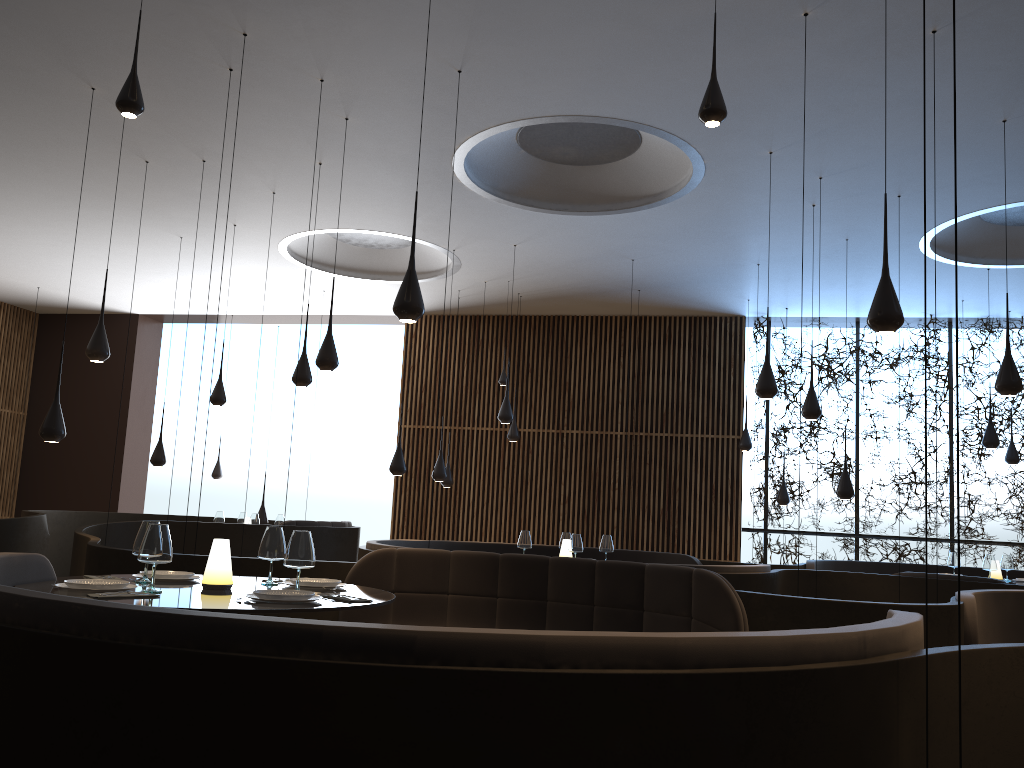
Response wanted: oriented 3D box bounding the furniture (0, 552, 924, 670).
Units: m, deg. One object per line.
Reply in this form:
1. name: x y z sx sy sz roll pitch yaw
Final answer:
1. furniture: -0.481 1.219 2.951 3.933 1.044 1.988 2 -8 9

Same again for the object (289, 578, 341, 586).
1. object: -1.015 1.026 4.574 0.263 0.029 0.263 10 -11 -39

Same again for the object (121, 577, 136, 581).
1. object: -1.762 0.991 4.538 0.411 0.012 0.204 11 -12 -42

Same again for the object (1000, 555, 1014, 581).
1. object: 5.724 2.129 10.254 0.142 0.294 0.142 1 -8 12

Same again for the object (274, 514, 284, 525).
1. object: -3.091 1.884 11.796 0.142 0.294 0.142 6 -8 -20

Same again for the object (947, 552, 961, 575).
1. object: 5.105 2.092 10.234 0.142 0.294 0.142 2 -7 7

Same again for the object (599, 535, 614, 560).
1. object: 0.932 1.640 8.752 0.142 0.294 0.142 -2 -9 33

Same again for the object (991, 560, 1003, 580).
1. object: 5.461 2.108 10.012 0.144 0.231 0.143 4 -8 -7

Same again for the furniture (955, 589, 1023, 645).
1. furniture: 3.578 1.912 5.766 2.536 1.044 0.902 9 -10 -36

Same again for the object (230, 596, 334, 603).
1. object: -0.990 0.926 3.831 0.204 0.012 0.412 -5 -12 43

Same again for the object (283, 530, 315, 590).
1. object: -0.979 0.825 4.084 0.142 0.294 0.142 8 -9 -31

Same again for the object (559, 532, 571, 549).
1. object: 0.547 1.661 9.029 0.142 0.294 0.142 6 -8 -21

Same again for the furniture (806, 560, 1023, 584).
1. furniture: 5.302 2.598 9.725 3.792 1.044 3.895 5 -9 -11

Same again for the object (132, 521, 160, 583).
1. object: -1.774 0.818 4.321 0.142 0.294 0.142 7 -8 -28

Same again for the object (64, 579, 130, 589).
1. object: -1.806 0.875 3.859 0.263 0.029 0.263 10 -11 -37

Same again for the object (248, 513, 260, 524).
1. object: -3.280 1.793 11.265 0.142 0.294 0.142 1 -8 15

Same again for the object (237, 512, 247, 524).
1. object: -3.652 1.885 12.003 0.142 0.294 0.142 5 -8 -14

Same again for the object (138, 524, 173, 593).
1. object: -1.568 0.765 3.896 0.142 0.294 0.142 -1 -9 30

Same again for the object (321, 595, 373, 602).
1. object: -0.752 0.973 4.021 0.127 0.017 0.262 11 -12 -41

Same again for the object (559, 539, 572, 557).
1. object: 0.529 1.636 8.672 0.144 0.231 0.143 -1 -9 28

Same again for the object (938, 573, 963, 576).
1. object: 5.163 2.255 10.440 0.264 0.029 0.263 11 -11 -41

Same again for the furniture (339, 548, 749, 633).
1. furniture: 0.098 1.565 5.259 2.531 1.057 0.934 0 -8 18

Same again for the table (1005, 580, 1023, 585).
1. table: 5.427 2.729 9.934 1.674 1.020 1.676 7 -9 -27

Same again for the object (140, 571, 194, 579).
1. object: -1.765 0.980 4.536 0.263 0.029 0.264 1 -9 17

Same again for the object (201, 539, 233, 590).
1. object: -1.385 0.851 4.193 0.142 0.231 0.145 5 -8 -13

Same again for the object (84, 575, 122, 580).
1. object: -2.013 0.957 4.363 0.127 0.017 0.262 10 -11 -38

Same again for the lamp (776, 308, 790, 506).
1. lamp: 4.055 0.320 13.179 0.196 2.951 0.196 10 -10 -42

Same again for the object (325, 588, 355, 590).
1. object: -1.012 1.037 4.570 0.411 0.012 0.205 -5 -12 42

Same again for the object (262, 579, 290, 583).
1. object: -1.212 1.067 4.802 0.262 0.017 0.126 11 -12 -43

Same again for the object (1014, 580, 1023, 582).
1. object: 5.945 2.270 10.193 0.332 0.014 0.333 2 -9 10

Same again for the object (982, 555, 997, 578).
1. object: 5.218 2.014 9.681 0.142 0.294 0.142 2 -7 5

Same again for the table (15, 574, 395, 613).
1. table: -1.418 1.471 4.115 1.676 1.020 1.674 11 -11 -42

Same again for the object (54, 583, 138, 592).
1. object: -1.807 0.884 3.858 0.332 0.014 0.333 4 -9 -6

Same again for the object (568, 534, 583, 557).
1. object: 0.593 1.547 8.265 0.142 0.294 0.142 5 -8 -17

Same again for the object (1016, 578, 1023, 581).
1. object: 5.946 2.260 10.195 0.263 0.029 0.264 3 -9 4

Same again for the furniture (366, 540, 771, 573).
1. furniture: 0.449 2.192 8.632 3.791 1.114 3.892 5 -9 -12

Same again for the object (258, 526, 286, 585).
1. object: -1.241 0.888 4.586 0.142 0.294 0.142 2 -8 12

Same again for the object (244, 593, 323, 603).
1. object: -0.987 0.925 3.835 0.332 0.014 0.332 7 -9 -22

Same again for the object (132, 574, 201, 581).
1. object: -1.765 0.989 4.534 0.332 0.014 0.333 1 -9 13

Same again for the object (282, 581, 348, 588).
1. object: -1.016 1.036 4.573 0.332 0.014 0.332 11 -12 -43

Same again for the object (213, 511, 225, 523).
1. object: -3.823 1.809 11.565 0.142 0.294 0.142 2 -8 9

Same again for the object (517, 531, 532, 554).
1. object: 0.122 1.570 8.584 0.142 0.294 0.142 7 -8 -26

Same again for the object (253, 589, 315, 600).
1. object: -0.987 0.916 3.836 0.263 0.029 0.264 4 -9 -3

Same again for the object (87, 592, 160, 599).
1. object: -1.595 0.870 3.642 0.126 0.017 0.262 -5 -12 42

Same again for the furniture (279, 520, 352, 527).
1. furniture: -2.696 2.336 11.754 0.931 1.057 2.540 2 -8 8

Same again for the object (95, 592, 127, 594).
1. object: -1.811 0.886 3.860 0.411 0.012 0.205 -4 -11 38

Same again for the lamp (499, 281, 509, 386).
1. lamp: -0.086 -0.726 12.595 0.133 1.504 0.133 2 -7 7

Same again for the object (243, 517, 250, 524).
1. object: -3.476 1.869 11.631 0.142 0.231 0.145 -2 -9 33
